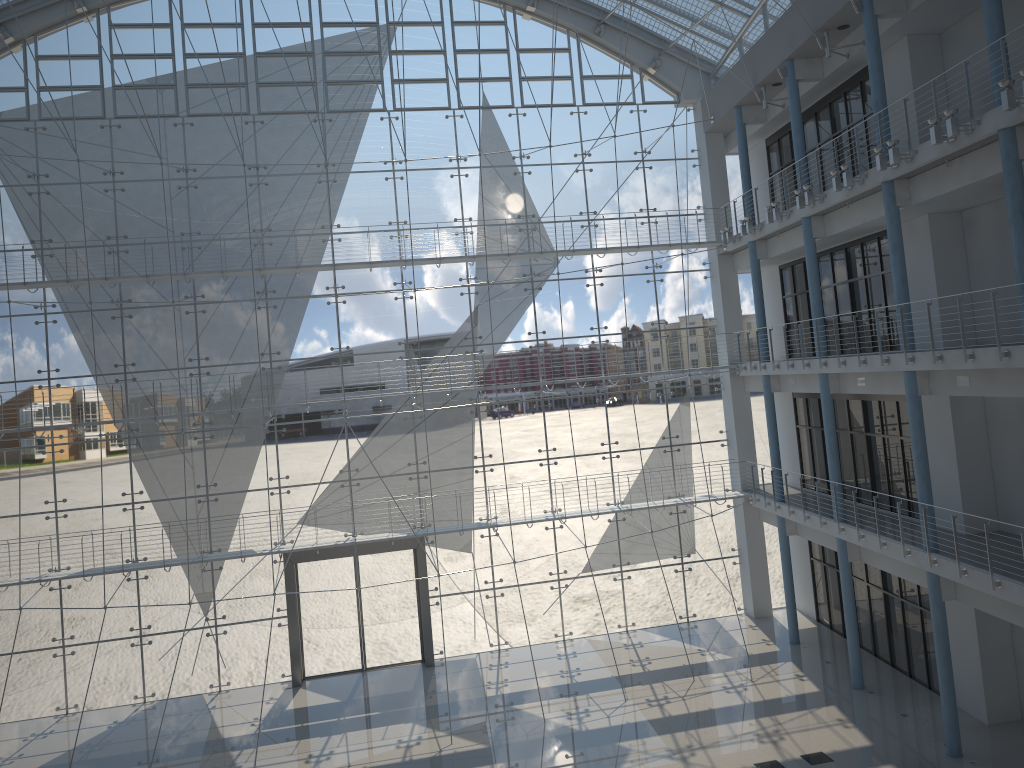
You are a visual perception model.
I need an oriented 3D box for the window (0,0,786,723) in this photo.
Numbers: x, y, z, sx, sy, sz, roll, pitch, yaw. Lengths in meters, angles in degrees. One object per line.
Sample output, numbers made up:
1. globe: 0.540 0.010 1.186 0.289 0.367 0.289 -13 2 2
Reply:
1. window: -0.743 -0.275 3.486 3.852 2.785 0.010 -5 -4 -11
